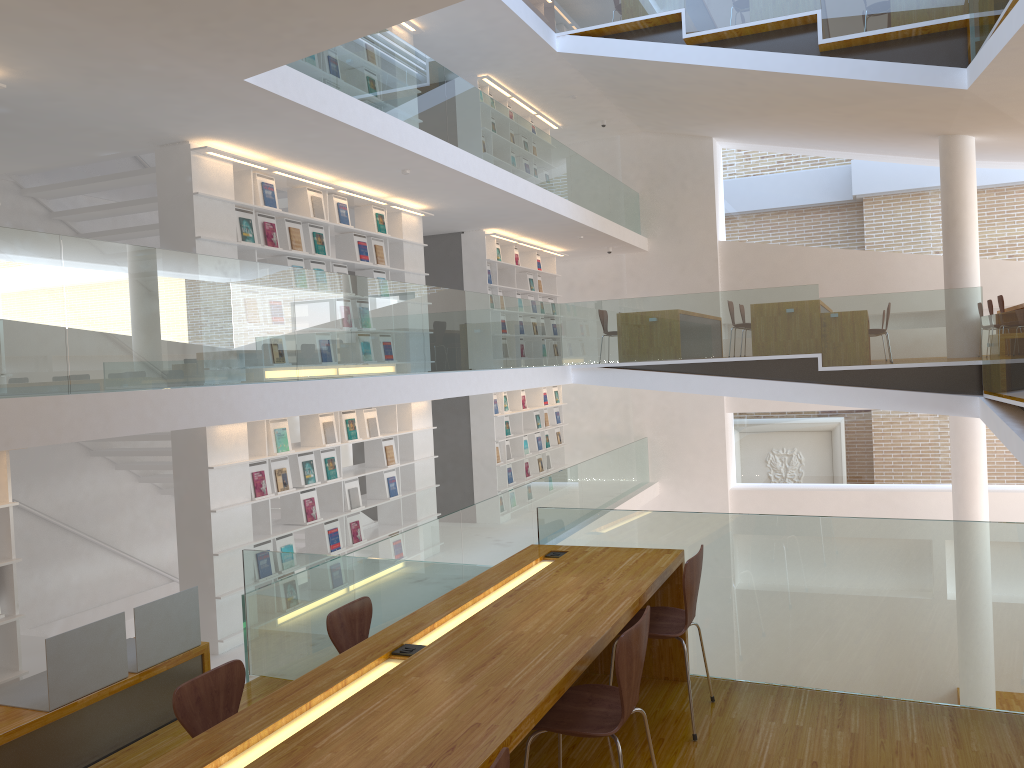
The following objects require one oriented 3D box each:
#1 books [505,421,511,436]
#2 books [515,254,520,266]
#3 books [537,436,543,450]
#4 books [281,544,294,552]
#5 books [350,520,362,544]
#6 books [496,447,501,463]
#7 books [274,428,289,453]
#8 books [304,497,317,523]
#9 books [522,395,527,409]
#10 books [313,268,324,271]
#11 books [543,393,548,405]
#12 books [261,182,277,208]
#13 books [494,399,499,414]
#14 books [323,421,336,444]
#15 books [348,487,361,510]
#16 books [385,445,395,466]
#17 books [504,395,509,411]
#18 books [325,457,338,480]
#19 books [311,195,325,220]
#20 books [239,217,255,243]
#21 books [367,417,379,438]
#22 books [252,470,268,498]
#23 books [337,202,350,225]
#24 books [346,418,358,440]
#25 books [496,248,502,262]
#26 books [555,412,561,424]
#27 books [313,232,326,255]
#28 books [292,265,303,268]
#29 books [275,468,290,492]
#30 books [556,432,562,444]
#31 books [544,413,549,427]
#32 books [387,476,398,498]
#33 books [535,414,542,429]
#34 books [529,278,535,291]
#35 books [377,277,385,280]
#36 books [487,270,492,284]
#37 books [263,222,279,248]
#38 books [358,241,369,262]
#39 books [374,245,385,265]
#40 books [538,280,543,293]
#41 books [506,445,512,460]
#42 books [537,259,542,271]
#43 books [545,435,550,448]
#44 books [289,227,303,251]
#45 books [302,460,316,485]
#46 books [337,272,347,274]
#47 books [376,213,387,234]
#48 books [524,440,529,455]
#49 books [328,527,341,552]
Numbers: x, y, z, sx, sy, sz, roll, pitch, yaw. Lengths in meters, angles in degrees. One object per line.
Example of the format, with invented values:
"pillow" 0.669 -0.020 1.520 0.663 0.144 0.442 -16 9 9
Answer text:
"books" -0.064 0.617 12.241 0.037 0.210 0.145 -2 1 22
"books" 0.073 -1.775 12.813 0.037 0.210 0.145 -2 1 22
"books" 0.418 0.903 13.385 0.037 0.210 0.145 -2 1 22
"books" -1.898 1.475 7.533 0.037 0.210 0.145 -2 1 22
"books" -1.498 1.426 8.518 0.037 0.210 0.145 -2 1 22
"books" -0.202 0.953 11.882 0.037 0.210 0.145 -2 1 22
"books" -1.948 0.480 7.509 0.037 0.210 0.145 -2 1 22
"books" -1.784 1.118 7.854 0.037 0.210 0.145 -2 1 22
"books" 0.172 0.274 12.857 0.037 0.210 0.145 -2 1 22
"books" -1.756 -0.951 8.121 0.037 0.210 0.145 -2 1 22
"books" 0.517 0.239 13.697 0.037 0.210 0.145 -2 1 22
"books" -2.045 -1.586 7.471 0.037 0.210 0.145 -2 1 22
"books" -0.224 0.311 11.882 0.037 0.210 0.145 -2 1 22
"books" -1.678 0.453 8.167 0.037 0.210 0.145 -2 1 22
"books" -1.511 1.105 8.511 0.037 0.210 0.145 -2 1 22
"books" -1.260 0.742 9.164 0.037 0.210 0.145 -2 1 22
"books" -0.093 0.264 12.213 0.037 0.210 0.145 -2 1 22
"books" -1.665 0.783 8.167 0.037 0.210 0.145 -2 1 22
"books" -1.777 -1.612 8.126 0.037 0.210 0.145 -2 1 22
"books" -2.150 -1.240 7.196 0.037 0.210 0.145 -2 1 22
"books" -1.390 0.444 8.870 0.037 0.210 0.145 -2 1 22
"books" -2.054 0.817 7.225 0.037 0.210 0.145 -2 1 22
"books" -1.618 -1.629 8.514 0.037 0.210 0.145 -2 1 22
"books" -1.538 0.439 8.510 0.037 0.210 0.145 -2 1 22
"books" -0.188 -1.765 12.177 0.037 0.210 0.145 -2 1 22
"books" 0.739 0.550 14.199 0.037 0.210 0.145 -2 1 22
"books" -1.764 -1.281 8.126 0.037 0.210 0.145 -2 1 22
"books" -1.877 -0.936 7.819 0.037 0.210 0.145 -2 1 22
"books" -1.946 0.822 7.512 0.037 0.210 0.145 -2 1 22
"books" 0.756 0.874 14.209 0.037 0.210 0.145 -2 1 22
"books" 0.532 0.554 13.703 0.037 0.210 0.145 -2 1 22
"books" -1.235 1.069 9.185 0.037 0.210 0.145 -2 1 22
"books" 0.399 0.567 13.380 0.037 0.210 0.145 -2 1 22
"books" 0.300 -1.482 13.336 0.037 0.210 0.145 -2 1 22
"books" -1.334 -0.991 9.143 0.037 0.210 0.145 -2 1 22
"books" -0.311 -1.422 11.838 0.037 0.210 0.145 -2 1 22
"books" -2.033 -1.256 7.478 0.037 0.210 0.145 -2 1 22
"books" -1.479 -1.313 8.831 0.037 0.210 0.145 -2 1 22
"books" -1.359 -1.322 9.123 0.037 0.210 0.145 -2 1 22
"books" 0.433 -1.495 13.660 0.037 0.210 0.145 -2 1 22
"books" -0.054 0.948 12.234 0.037 0.210 0.145 -2 1 22
"books" 0.418 -1.809 13.654 0.037 0.210 0.145 -2 1 22
"books" 0.546 0.890 13.696 0.037 0.210 0.145 -2 1 22
"books" -1.901 -1.268 7.799 0.037 0.210 0.145 -2 1 22
"books" -1.797 0.785 7.857 0.037 0.210 0.145 -2 1 22
"books" -1.609 -0.959 8.471 0.037 0.210 0.145 -2 1 22
"books" -1.352 -1.654 9.162 0.037 0.210 0.145 -2 1 22
"books" 0.204 0.918 12.870 0.037 0.210 0.145 -2 1 22
"books" -1.638 1.440 8.178 0.037 0.210 0.145 -2 1 22
